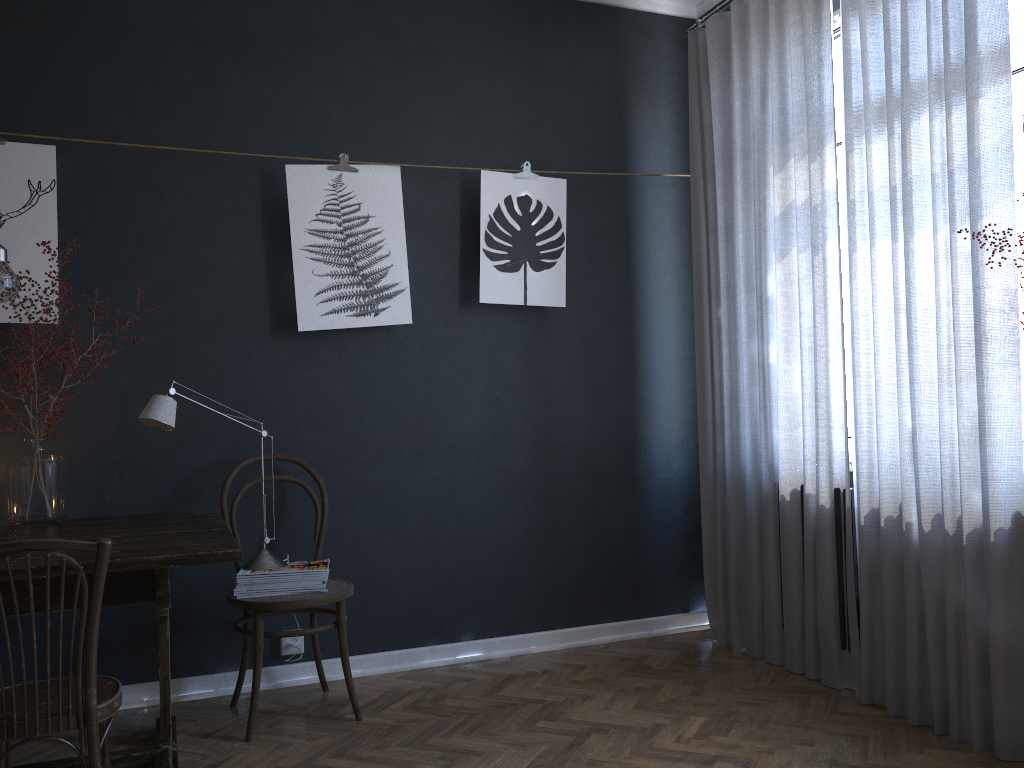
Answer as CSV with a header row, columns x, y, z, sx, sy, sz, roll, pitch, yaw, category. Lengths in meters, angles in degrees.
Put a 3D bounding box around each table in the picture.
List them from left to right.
x,y,z,sx,sy,sz,roll,pitch,yaw,category
-1.635,0.822,2.507,1.604,0.727,1.126,-1,-2,-22,table

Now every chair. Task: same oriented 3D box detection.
x,y,z,sx,sy,sz,roll,pitch,yaw,category
-1.103,0.747,2.085,0.363,0.819,0.467,-1,-1,-22,chair
-0.811,0.723,3.211,0.438,0.920,0.549,-1,-1,-24,chair

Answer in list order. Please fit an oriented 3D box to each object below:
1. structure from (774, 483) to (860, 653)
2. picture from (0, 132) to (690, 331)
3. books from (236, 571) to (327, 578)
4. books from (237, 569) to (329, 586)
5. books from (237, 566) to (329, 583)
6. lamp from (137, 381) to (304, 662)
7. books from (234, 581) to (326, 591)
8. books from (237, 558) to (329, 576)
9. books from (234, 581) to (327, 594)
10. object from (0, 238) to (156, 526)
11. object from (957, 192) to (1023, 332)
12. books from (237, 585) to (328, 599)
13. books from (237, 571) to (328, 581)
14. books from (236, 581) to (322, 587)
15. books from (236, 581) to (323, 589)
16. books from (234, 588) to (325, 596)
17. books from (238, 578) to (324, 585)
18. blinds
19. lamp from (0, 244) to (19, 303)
x,y,z,sx,sy,sz,roll,pitch,yaw,category
1.468,0.665,2.910,0.216,0.600,1.847,-1,-2,-22,structure
-1.092,-0.589,3.383,4.456,0.771,0.058,-1,-1,-22,picture
-0.814,0.665,3.176,0.304,0.008,0.218,-1,-2,-10,books
-0.813,0.691,3.174,0.304,0.006,0.218,-1,-2,-10,books
-0.813,0.679,3.169,0.304,0.008,0.218,-1,-2,-11,books
-0.955,0.527,3.171,0.242,1.069,0.800,-2,-1,23,lamp
-0.820,0.708,3.165,0.305,0.013,0.219,-1,-2,-10,books
-0.813,0.656,3.175,0.305,0.013,0.219,-1,-2,-10,books
-0.819,0.716,3.166,0.304,0.008,0.218,-1,-2,-10,books
-1.618,0.010,3.021,0.639,0.930,0.556,-3,-1,39,object
1.634,-0.151,2.519,0.514,0.809,0.599,-3,-2,42,object
-0.818,0.731,3.166,0.304,0.008,0.218,-1,-2,-15,books
-0.813,0.672,3.172,0.304,0.008,0.218,-1,-2,-11,books
-0.821,0.697,3.172,0.288,0.008,0.218,-1,-2,-8,books
-0.821,0.703,3.171,0.288,0.008,0.218,-1,-2,-8,books
-0.820,0.724,3.166,0.305,0.007,0.218,-1,-2,-10,books
-0.816,0.686,3.170,0.288,0.008,0.218,-1,-2,-10,books
1.638,-0.316,2.257,0.312,2.788,3.994,-1,-1,-22,blinds
-1.641,-1.048,1.920,0.583,1.574,1.591,-2,-1,10,lamp
